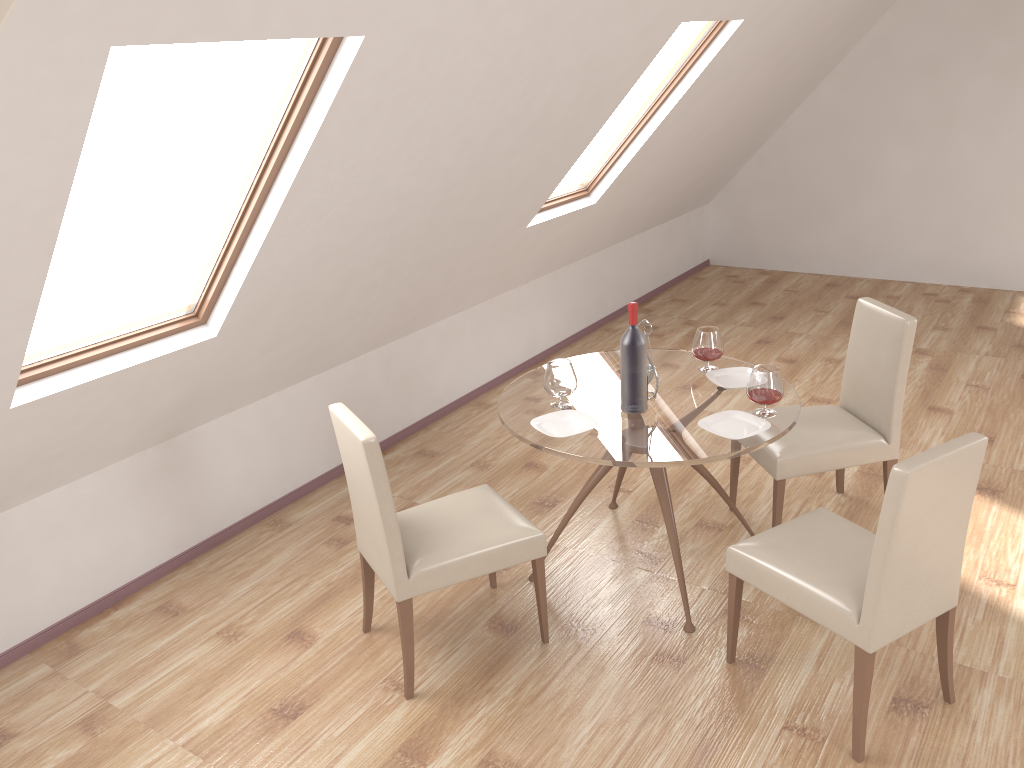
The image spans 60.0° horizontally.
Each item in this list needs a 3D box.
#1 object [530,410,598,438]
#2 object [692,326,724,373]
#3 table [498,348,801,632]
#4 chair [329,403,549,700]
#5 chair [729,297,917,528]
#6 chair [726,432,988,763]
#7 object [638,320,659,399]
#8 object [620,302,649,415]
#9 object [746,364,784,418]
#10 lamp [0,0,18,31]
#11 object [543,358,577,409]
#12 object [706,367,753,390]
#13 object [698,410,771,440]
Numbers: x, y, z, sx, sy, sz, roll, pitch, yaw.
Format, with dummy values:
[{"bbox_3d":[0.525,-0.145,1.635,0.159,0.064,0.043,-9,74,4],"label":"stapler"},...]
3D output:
[{"bbox_3d":[0.197,0.156,3.345,0.228,0.020,0.228,-15,23,-26],"label":"object"},{"bbox_3d":[0.839,-0.149,3.804,0.136,0.183,0.136,1,21,13],"label":"object"},{"bbox_3d":[0.564,0.410,3.727,1.198,0.770,1.198,-17,25,-31],"label":"table"},{"bbox_3d":[-0.260,0.519,3.267,0.618,0.999,0.477,-14,23,-25],"label":"chair"},{"bbox_3d":[1.342,0.174,3.892,0.618,0.999,0.477,-7,21,-9],"label":"chair"},{"bbox_3d":[1.094,0.570,2.899,0.477,0.999,0.618,-15,24,-28],"label":"chair"},{"bbox_3d":[0.532,-0.100,3.532,0.086,0.322,0.096,-4,21,-1],"label":"object"},{"bbox_3d":[0.465,-0.101,3.384,0.109,0.435,0.109,9,24,29],"label":"object"},{"bbox_3d":[0.950,0.025,3.329,0.136,0.183,0.136,1,21,13],"label":"object"},{"bbox_3d":[-0.273,-0.273,0.139,0.340,0.497,0.340,-9,22,-14],"label":"lamp"},{"bbox_3d":[0.193,-0.002,3.530,0.136,0.183,0.136,-14,23,-26],"label":"object"},{"bbox_3d":[0.930,-0.019,3.676,0.228,0.020,0.228,-7,21,-8],"label":"object"},{"bbox_3d":[0.811,0.155,3.239,0.228,0.020,0.228,-16,24,-30],"label":"object"}]
